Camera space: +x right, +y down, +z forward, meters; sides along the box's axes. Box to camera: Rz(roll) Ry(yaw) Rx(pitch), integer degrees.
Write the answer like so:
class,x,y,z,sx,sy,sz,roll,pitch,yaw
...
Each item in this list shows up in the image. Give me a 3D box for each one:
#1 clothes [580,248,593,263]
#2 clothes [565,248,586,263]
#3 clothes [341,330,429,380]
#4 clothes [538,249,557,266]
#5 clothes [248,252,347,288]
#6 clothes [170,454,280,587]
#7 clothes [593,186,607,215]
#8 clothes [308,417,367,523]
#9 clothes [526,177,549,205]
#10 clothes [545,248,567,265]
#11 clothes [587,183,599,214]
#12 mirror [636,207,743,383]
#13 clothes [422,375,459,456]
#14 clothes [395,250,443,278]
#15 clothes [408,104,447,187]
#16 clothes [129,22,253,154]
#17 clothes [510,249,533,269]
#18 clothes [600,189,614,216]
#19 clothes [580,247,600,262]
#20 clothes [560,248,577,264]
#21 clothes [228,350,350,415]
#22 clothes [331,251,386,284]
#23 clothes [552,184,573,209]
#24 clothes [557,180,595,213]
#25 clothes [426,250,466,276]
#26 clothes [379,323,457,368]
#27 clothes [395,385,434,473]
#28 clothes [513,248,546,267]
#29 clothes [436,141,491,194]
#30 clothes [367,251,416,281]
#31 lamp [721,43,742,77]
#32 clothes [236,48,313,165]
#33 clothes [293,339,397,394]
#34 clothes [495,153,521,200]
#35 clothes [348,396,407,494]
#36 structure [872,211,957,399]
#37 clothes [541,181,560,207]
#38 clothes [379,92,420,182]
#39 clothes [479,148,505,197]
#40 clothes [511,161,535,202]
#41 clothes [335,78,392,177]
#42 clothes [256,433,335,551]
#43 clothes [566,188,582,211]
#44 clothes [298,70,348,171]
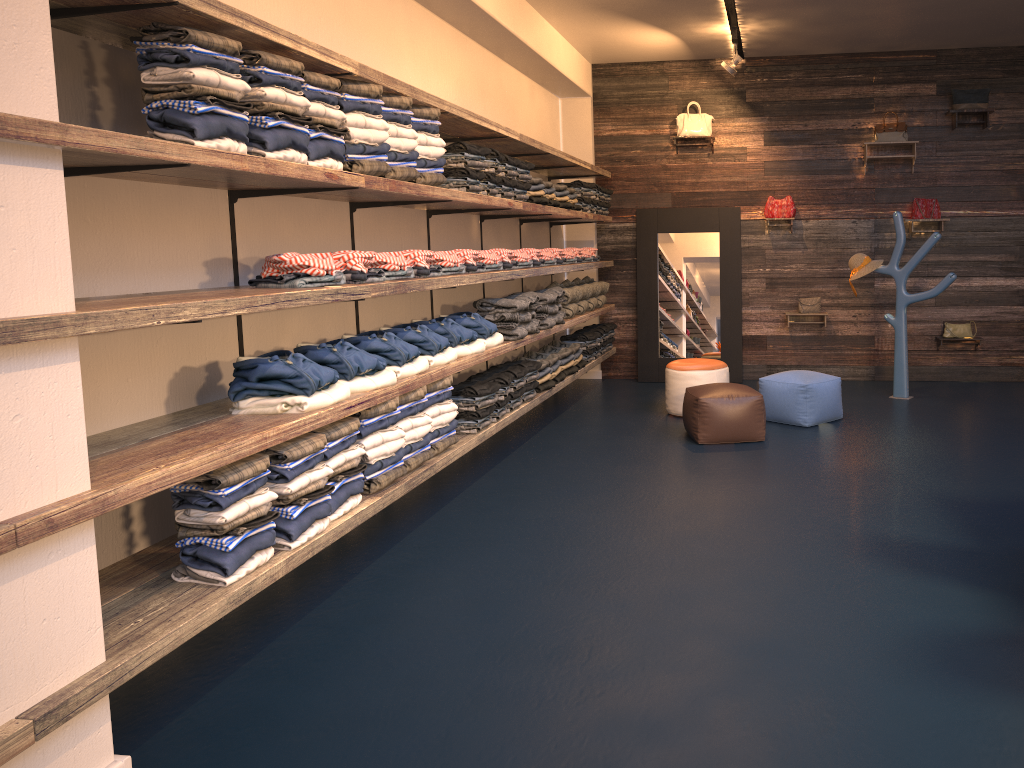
class,x,y,z,sx,sy,sz,roll,pitch,yaw
clothes,0.637,-1.297,8.790,0.327,0.158,0.343,5,10,34
clothes,0.543,-1.242,8.404,0.313,0.154,0.361,0,8,8
clothes,-0.689,-0.152,4.399,0.412,0.239,0.445,1,8,13
clothes,0.192,-1.062,7.323,0.327,0.158,0.343,5,10,34
clothes,-0.904,-0.485,3.719,0.327,0.158,0.343,5,10,34
clothes,-1.005,0.455,3.040,0.242,0.408,0.337,1,7,20
clothes,0.783,-1.884,8.917,0.342,0.297,0.318,0,7,13
clothes,-0.801,0.347,3.711,0.242,0.408,0.337,1,7,20
clothes,0.047,-1.507,6.707,0.393,0.250,0.369,2,8,22
clothes,0.314,-1.121,7.650,0.313,0.154,0.361,0,8,8
clothes,0.685,-1.832,8.593,0.365,0.297,0.324,-1,7,1
mirror,1.958,-0.981,9.594,1.127,1.907,0.275,-1,5,9
clothes,-0.474,0.162,4.760,0.253,0.453,0.356,2,7,27
clothes,-0.565,-0.658,4.760,0.313,0.154,0.361,0,8,8
clothes,-0.532,-1.267,4.627,0.253,0.453,0.356,2,7,27
clothes,-1.063,-0.974,2.907,0.242,0.408,0.337,1,7,20
clothes,-0.025,-0.948,6.610,0.327,0.158,0.343,5,10,34
clothes,0.881,-1.936,9.242,0.336,0.297,0.323,1,8,19
clothes,0.760,-1.356,9.117,0.313,0.154,0.361,0,8,8
clothes,0.421,-1.183,8.077,0.327,0.158,0.343,5,10,34
clothes,-0.943,-0.018,3.563,0.412,0.239,0.445,1,8,13
clothes,-0.781,-0.544,4.046,0.313,0.154,0.361,0,8,8
clothes,0.291,-1.636,7.511,0.393,0.250,0.369,2,8,22
clothes,0.597,-1.780,8.269,0.356,0.297,0.341,1,8,15
clothes,-0.464,-0.717,5.166,0.327,0.158,0.343,5,10,34
clothes,-0.565,-0.217,4.805,0.412,0.239,0.445,1,8,13
clothes,-0.583,0.220,4.403,0.253,0.453,0.356,2,7,27
clothes,0.097,-1.007,6.937,0.313,0.154,0.361,0,8,8
clothes,-0.326,-1.294,5.231,0.356,0.297,0.341,1,8,15
clothes,-0.687,-0.599,4.433,0.327,0.158,0.343,5,10,34
lamp,2.071,-3.045,8.183,0.196,0.326,0.222,-5,8,-33
clothes,-0.933,-1.029,3.248,0.242,0.408,0.337,1,7,20
clothes,-0.810,-0.088,4.002,0.396,0.239,0.460,3,9,29
clothes,-0.141,-1.398,5.879,0.342,0.297,0.318,0,7,13
clothes,-0.681,0.271,4.079,0.253,0.453,0.356,2,7,27
structure,3.796,-0.759,8.374,0.890,1.797,0.188,3,7,39
clothes,0.167,-1.570,7.098,0.406,0.250,0.358,0,8,10
clothes,-0.641,-1.210,4.270,0.253,0.453,0.356,2,7,27
clothes,-0.239,-1.346,5.556,0.365,0.297,0.324,-1,7,1
clothes,-0.042,-1.450,6.204,0.336,0.297,0.323,1,8,19
clothes,-0.739,-1.158,3.946,0.253,0.453,0.356,2,7,27
clothes,-0.875,0.400,3.381,0.242,0.408,0.337,1,7,20
clothes,0.412,-1.699,7.903,0.406,0.250,0.358,0,8,10
clothes,-0.859,-1.082,3.578,0.242,0.408,0.337,1,7,20
